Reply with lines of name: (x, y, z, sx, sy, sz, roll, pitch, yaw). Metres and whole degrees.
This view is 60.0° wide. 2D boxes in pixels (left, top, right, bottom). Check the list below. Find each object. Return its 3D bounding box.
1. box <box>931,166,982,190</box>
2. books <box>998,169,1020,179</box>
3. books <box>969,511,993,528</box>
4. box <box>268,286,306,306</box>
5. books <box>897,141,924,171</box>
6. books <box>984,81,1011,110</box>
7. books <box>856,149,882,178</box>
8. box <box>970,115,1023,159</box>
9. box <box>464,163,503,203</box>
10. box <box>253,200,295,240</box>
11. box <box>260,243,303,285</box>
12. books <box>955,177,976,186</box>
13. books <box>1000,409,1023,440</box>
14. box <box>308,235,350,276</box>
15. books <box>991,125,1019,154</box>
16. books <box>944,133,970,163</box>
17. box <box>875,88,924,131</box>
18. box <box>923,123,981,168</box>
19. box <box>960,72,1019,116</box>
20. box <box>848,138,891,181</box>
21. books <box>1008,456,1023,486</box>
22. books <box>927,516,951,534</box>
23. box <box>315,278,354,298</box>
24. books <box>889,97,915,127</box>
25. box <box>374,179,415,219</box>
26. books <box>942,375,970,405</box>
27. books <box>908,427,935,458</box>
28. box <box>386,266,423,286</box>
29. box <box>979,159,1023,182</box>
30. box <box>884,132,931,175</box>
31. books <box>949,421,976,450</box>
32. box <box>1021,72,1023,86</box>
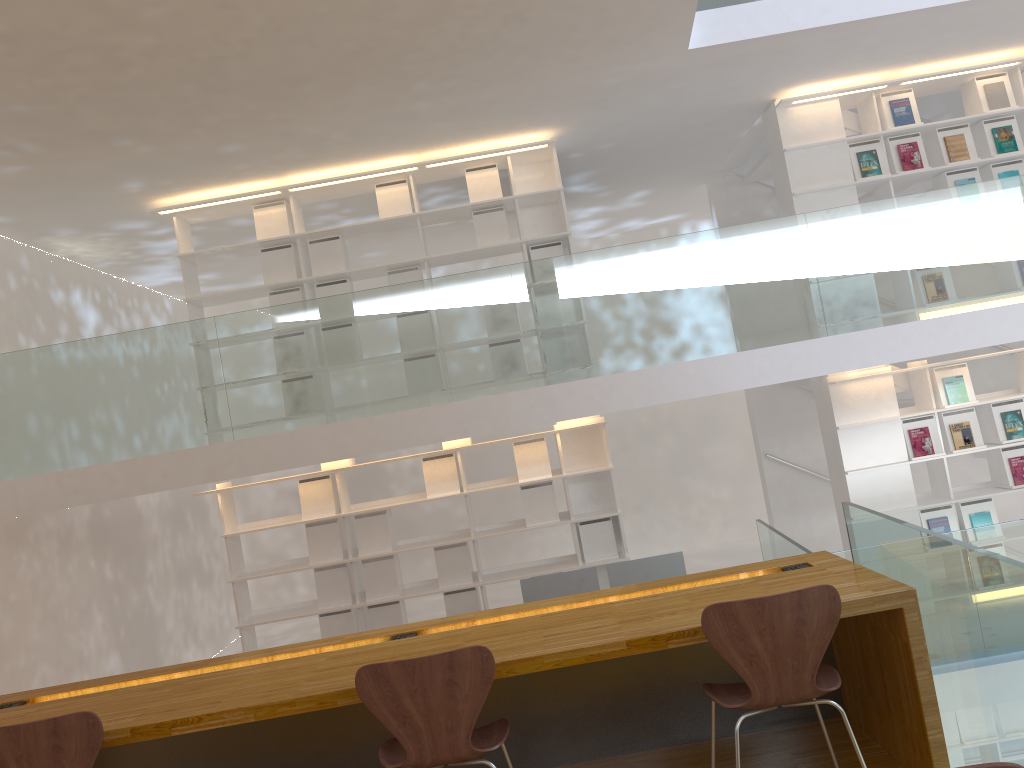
box: (3.327, -1.429, 6.585, 0.245, 0.296, 0.274, -10, -2, 0)
books: (3.651, -1.456, 6.481, 0.145, 0.210, 0.037, -10, -2, 0)
books: (3.387, 1.028, 6.375, 0.145, 0.210, 0.037, -10, -2, 0)
box: (-1.661, -0.552, 6.639, 0.245, 0.296, 0.274, -10, -2, 0)
books: (2.917, -1.664, 6.494, 0.145, 0.210, 0.037, -10, -2, 0)
books: (3.559, -2.110, 6.506, 0.145, 0.210, 0.037, -10, -2, 0)
books: (2.617, -1.607, 6.494, 0.145, 0.210, 0.037, -10, -2, 0)
box: (3.609, -1.811, 6.600, 0.245, 0.296, 0.274, -10, -2, 0)
box: (-0.208, -1.473, 6.669, 0.245, 0.296, 0.274, -10, -2, 0)
box: (-1.784, -1.197, 6.666, 0.245, 0.296, 0.274, -10, -2, 0)
box: (-1.728, -0.874, 6.652, 0.245, 0.296, 0.274, -10, -2, 0)
books: (3.332, -1.398, 6.477, 0.145, 0.210, 0.037, -10, -2, 0)
books: (3.629, 0.298, 6.409, 0.145, 0.210, 0.037, -10, -2, 0)
box: (-1.371, -0.936, 6.653, 0.245, 0.296, 0.274, -10, -2, 0)
books: (3.609, -1.784, 6.492, 0.145, 0.210, 0.037, -10, -2, 0)
books: (3.259, -1.722, 6.494, 0.145, 0.210, 0.037, -10, -2, 0)
box: (2.859, -2.014, 6.612, 0.245, 0.296, 0.274, -10, -2, 0)
box: (3.269, -1.752, 6.599, 0.245, 0.296, 0.274, -10, -2, 0)
box: (3.559, -2.136, 6.613, 0.245, 0.296, 0.274, -10, -2, 0)
box: (2.616, -1.639, 6.598, 0.245, 0.296, 0.274, -10, -2, 0)
books: (3.676, 0.628, 6.393, 0.145, 0.210, 0.037, -10, -2, 0)
books: (3.082, 1.069, 6.375, 0.145, 0.210, 0.037, -10, -2, 0)
box: (-1.315, -0.613, 6.639, 0.245, 0.296, 0.274, -10, -2, 0)
books: (2.862, -1.989, 6.504, 0.145, 0.210, 0.037, -10, -2, 0)
box: (-0.877, -1.358, 6.666, 0.245, 0.296, 0.274, -10, -2, 0)
books: (3.212, 0.048, 6.417, 0.145, 0.210, 0.037, -10, -2, 0)
books: (2.958, 0.423, 6.406, 0.145, 0.210, 0.037, -10, -2, 0)
box: (-0.785, -0.706, 6.640, 0.245, 0.296, 0.274, -10, -2, 0)
box: (3.661, -1.487, 6.586, 0.245, 0.296, 0.274, -10, -2, 0)
box: (2.916, -1.689, 6.611, 0.245, 0.296, 0.274, -10, -2, 0)
books: (3.262, 0.386, 6.415, 0.145, 0.210, 0.037, -10, -2, 0)
box: (3.970, -2.209, 6.614, 0.245, 0.296, 0.274, -10, -2, 0)
